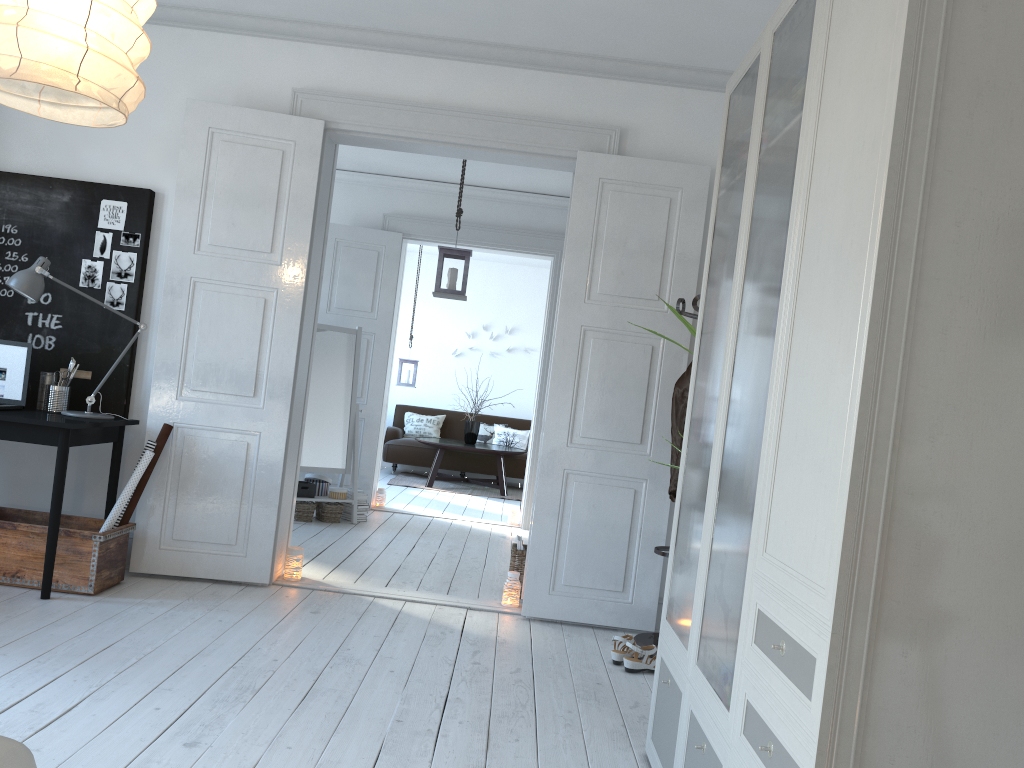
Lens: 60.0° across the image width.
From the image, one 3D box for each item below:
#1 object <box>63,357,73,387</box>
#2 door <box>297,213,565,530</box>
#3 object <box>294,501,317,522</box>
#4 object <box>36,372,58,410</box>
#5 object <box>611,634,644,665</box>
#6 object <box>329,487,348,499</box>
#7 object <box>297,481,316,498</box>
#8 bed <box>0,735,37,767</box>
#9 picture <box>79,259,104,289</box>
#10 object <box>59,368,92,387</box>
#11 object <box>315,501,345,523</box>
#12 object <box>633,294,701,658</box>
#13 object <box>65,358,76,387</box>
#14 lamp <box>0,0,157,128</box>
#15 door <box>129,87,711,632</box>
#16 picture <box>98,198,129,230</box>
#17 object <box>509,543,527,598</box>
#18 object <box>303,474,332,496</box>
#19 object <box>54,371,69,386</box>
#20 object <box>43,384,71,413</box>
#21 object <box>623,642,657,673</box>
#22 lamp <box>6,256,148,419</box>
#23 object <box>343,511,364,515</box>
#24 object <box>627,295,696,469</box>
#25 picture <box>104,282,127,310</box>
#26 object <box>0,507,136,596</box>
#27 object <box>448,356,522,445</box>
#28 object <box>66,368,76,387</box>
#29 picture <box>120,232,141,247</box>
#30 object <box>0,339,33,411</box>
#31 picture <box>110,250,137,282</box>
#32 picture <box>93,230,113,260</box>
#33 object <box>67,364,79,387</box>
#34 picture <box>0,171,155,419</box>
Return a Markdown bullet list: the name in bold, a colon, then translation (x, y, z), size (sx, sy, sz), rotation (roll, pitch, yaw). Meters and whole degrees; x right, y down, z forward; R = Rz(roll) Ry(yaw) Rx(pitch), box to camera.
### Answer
- **object**: translation (-2.142, 0.002, 4.249), size (0.008, 0.267, 0.060), rotation (7, 0, 17)
- **door**: translation (-0.416, -0.094, 7.615), size (2.598, 2.505, 0.577), rotation (7, 0, 0)
- **object**: translation (-1.576, 0.942, 6.615), size (0.185, 0.140, 0.295), rotation (7, -1, -28)
- **object**: translation (-2.258, 0.038, 4.306), size (0.079, 0.188, 0.079), rotation (7, 0, -21)
- **object**: translation (0.510, 1.158, 3.930), size (0.099, 0.126, 0.273), rotation (7, -1, 33)
- **object**: translation (-1.316, 0.825, 6.704), size (0.142, 0.074, 0.142), rotation (7, -1, -16)
- **object**: translation (-1.565, 0.780, 6.570), size (0.165, 0.103, 0.155), rotation (7, -1, -35)
- **bed**: translation (-1.480, 0.393, 0.272), size (1.888, 1.046, 2.176), rotation (7, -1, 0)
- **picture**: translation (-2.105, -0.550, 4.438), size (0.107, 0.150, 0.001), rotation (7, 0, 0)
- **object**: translation (-2.121, 0.035, 4.287), size (0.138, 0.209, 0.034), rotation (7, 0, -20)
- **object**: translation (-1.391, 0.966, 6.721), size (0.185, 0.140, 0.295), rotation (7, -1, -28)
- **object**: translation (0.838, 0.429, 4.152), size (0.374, 1.658, 0.374), rotation (7, 0, 8)
- **object**: translation (-2.138, 0.005, 4.249), size (0.012, 0.264, 0.062), rotation (7, 0, 43)
- **lamp**: translation (-0.900, -1.202, 1.901), size (0.338, 1.231, 0.341), rotation (7, 0, 32)
- **door**: translation (-0.433, -0.143, 4.599), size (2.598, 2.505, 0.577), rotation (7, 0, 0)
- **picture**: translation (-1.996, -0.851, 4.437), size (0.147, 0.154, 0.004), rotation (7, 0, 0)
- **object**: translation (0.119, 1.057, 4.987), size (0.270, 0.265, 0.224), rotation (7, 0, 0)
- **object**: translation (-1.496, 0.764, 6.801), size (0.207, 0.159, 0.241), rotation (7, -1, 8)
- **object**: translation (-2.178, 0.031, 4.245), size (0.081, 0.198, 0.050), rotation (7, 0, 25)
- **object**: translation (-2.172, 0.072, 4.234), size (0.108, 0.128, 0.108), rotation (7, 0, 15)
- **object**: translation (0.599, 1.167, 3.789), size (0.272, 0.126, 0.099), rotation (7, 0, -27)
- **lamp**: translation (-2.051, -0.209, 4.166), size (0.617, 0.716, 0.230), rotation (7, 0, -29)
- **object**: translation (-1.239, 0.994, 6.891), size (0.156, 0.014, 0.111), rotation (6, -1, 43)
- **object**: translation (0.828, 0.465, 3.196), size (1.043, 1.554, 0.289), rotation (7, 0, 30)
- **picture**: translation (-1.983, -0.442, 4.438), size (0.103, 0.136, 0.001), rotation (7, 0, 0)
- **object**: translation (-2.132, 0.759, 4.047), size (0.664, 0.282, 0.339), rotation (7, 0, 0)
- **object**: translation (-0.298, 0.179, 10.141), size (0.846, 1.066, 0.525), rotation (7, 0, -29)
- **object**: translation (-2.138, 0.027, 4.239), size (0.009, 0.222, 0.083), rotation (7, 0, 30)
- **picture**: translation (-1.909, -0.726, 4.438), size (0.095, 0.071, 0.001), rotation (7, 0, 0)
- **object**: translation (-2.464, -0.061, 3.961), size (0.445, 0.315, 0.325), rotation (7, 0, 0)
- **picture**: translation (-1.944, -0.591, 4.437), size (0.121, 0.153, 0.002), rotation (7, 0, 0)
- **picture**: translation (-2.048, -0.696, 4.438), size (0.083, 0.146, 0.002), rotation (7, 0, 0)
- **object**: translation (-2.125, 0.019, 4.234), size (0.084, 0.240, 0.009), rotation (7, 0, -23)
- **picture**: translation (-2.350, -0.453, 4.470), size (0.953, 1.172, 0.064), rotation (7, 0, 0)
